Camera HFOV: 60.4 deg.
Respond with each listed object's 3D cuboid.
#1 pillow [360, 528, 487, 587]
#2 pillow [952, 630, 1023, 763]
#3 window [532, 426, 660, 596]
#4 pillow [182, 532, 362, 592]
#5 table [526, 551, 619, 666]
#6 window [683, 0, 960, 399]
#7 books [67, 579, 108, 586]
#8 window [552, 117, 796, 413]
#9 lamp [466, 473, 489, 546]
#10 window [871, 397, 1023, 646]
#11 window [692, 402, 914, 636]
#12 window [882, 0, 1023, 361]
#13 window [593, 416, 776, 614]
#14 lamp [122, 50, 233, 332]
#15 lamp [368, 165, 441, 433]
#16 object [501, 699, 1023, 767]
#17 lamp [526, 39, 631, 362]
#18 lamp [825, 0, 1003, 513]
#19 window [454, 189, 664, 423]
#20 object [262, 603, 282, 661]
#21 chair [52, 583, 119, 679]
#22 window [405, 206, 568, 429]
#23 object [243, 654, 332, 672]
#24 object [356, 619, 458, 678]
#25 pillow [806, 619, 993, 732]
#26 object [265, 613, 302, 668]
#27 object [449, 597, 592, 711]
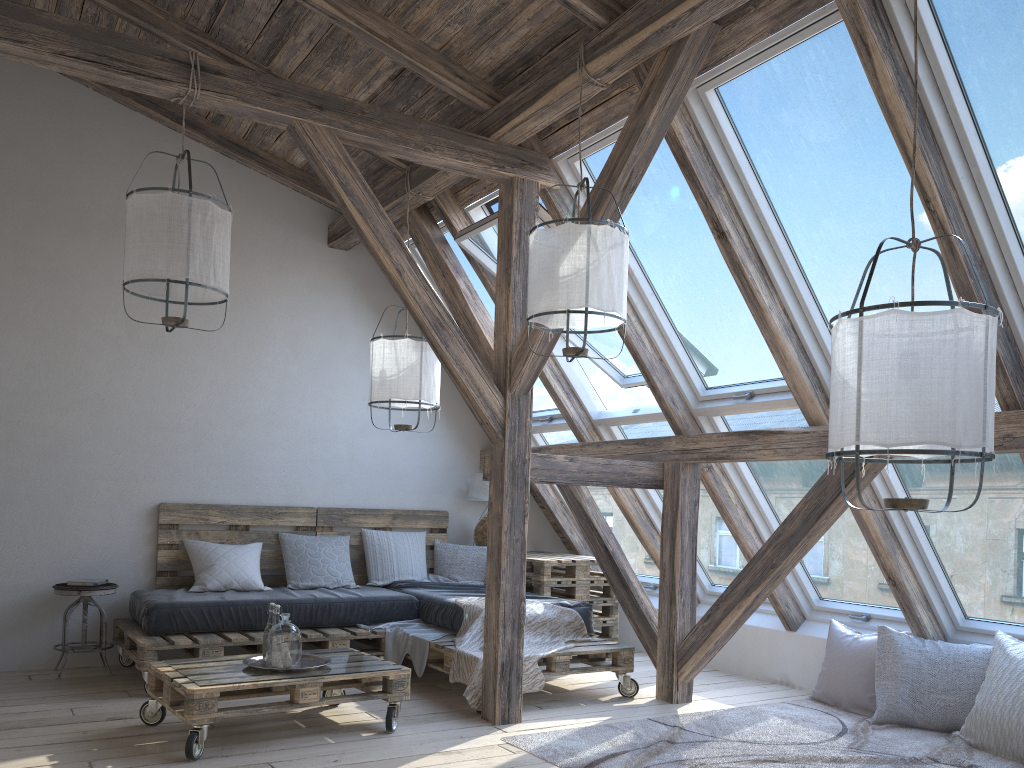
[{"bbox_3d":[-0.602,1.240,6.280,0.969,0.397,0.389,4,-5,-15],"label":"pillow"},{"bbox_3d":[2.524,1.387,3.716,0.469,0.559,1.278,4,-7,-30],"label":"pillow"},{"bbox_3d":[0.708,0.909,6.404,1.100,1.270,0.857,4,-4,-32],"label":"window"},{"bbox_3d":[-1.521,1.140,5.675,1.134,0.353,0.352,6,-6,-32],"label":"pillow"},{"bbox_3d":[0.211,1.600,6.414,0.677,0.697,1.021,4,-6,-31],"label":"table"},{"bbox_3d":[1.351,-0.653,3.547,1.100,1.270,0.857,4,-4,-32],"label":"window"},{"bbox_3d":[-2.459,1.150,5.104,0.150,0.021,0.206,2,-8,-2],"label":"books"},{"bbox_3d":[0.867,-0.561,4.330,1.100,1.270,0.857,4,-4,-32],"label":"window"},{"bbox_3d":[-0.316,1.326,6.684,0.823,1.278,0.391,-1,-3,44],"label":"lamp"},{"bbox_3d":[2.158,0.633,4.055,1.100,1.270,0.857,4,-4,-32],"label":"window"},{"bbox_3d":[1.675,0.725,4.838,1.100,1.270,0.857,4,-4,-32],"label":"window"},{"bbox_3d":[1.834,-0.745,2.764,1.100,1.270,0.857,4,-4,-32],"label":"window"},{"bbox_3d":[1.192,0.817,5.621,1.100,1.270,0.857,4,-4,-32],"label":"window"},{"bbox_3d":[-1.356,-0.767,3.588,0.407,1.078,0.402,2,-2,10],"label":"lamp"},{"bbox_3d":[-0.585,-0.489,4.948,0.400,1.510,0.409,2,-1,10],"label":"lamp"},{"bbox_3d":[1.701,1.525,3.192,2.197,0.056,3.202,7,-9,-31],"label":"object"},{"bbox_3d":[0.276,-0.754,3.562,0.400,1.298,0.409,1,-2,35],"label":"lamp"},{"bbox_3d":[1.050,-0.611,2.286,0.400,1.886,0.409,2,-1,10],"label":"lamp"},{"bbox_3d":[0.423,-0.464,5.136,1.355,1.270,0.857,5,-4,-32],"label":"window"},{"bbox_3d":[-1.104,1.153,4.075,0.071,0.266,0.154,3,-3,-31],"label":"object"},{"bbox_3d":[-2.486,1.421,5.115,0.355,0.518,0.355,4,-3,-28],"label":"chair"},{"bbox_3d":[-0.099,-0.376,5.895,1.100,1.270,0.857,4,-4,-32],"label":"window"},{"bbox_3d":[-1.025,1.275,4.020,0.395,0.021,0.398,4,-8,-12],"label":"object"},{"bbox_3d":[-0.562,1.584,5.304,0.710,0.275,0.508,-4,-9,42],"label":"object"},{"bbox_3d":[2.023,1.524,4.574,0.437,0.521,1.137,5,-7,-39],"label":"pillow"},{"bbox_3d":[-1.017,1.148,3.935,0.156,0.246,0.157,1,-3,27],"label":"object"},{"bbox_3d":[0.073,1.452,4.794,0.810,0.470,1.018,2,-7,-2],"label":"object"}]
